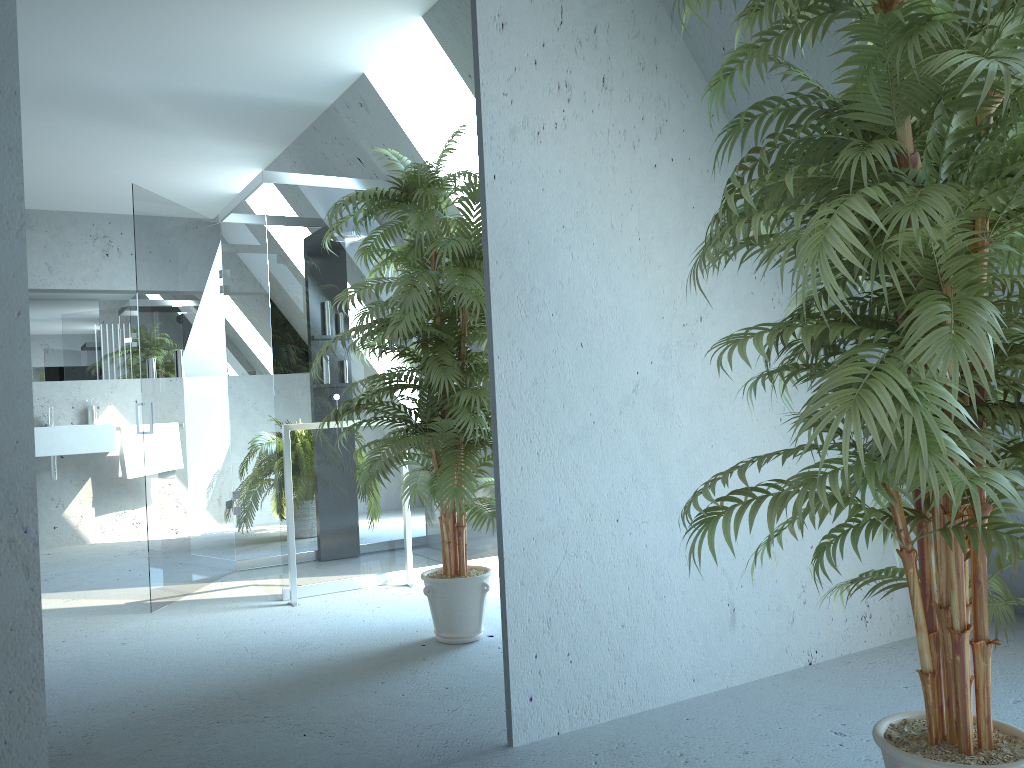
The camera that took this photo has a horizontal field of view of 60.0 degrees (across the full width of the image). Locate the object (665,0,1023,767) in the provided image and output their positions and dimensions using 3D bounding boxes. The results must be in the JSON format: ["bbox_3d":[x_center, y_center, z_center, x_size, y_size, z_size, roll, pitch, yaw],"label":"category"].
[{"bbox_3d":[0.804,-0.095,1.683,0.980,2.034,1.020,-3,-1,19],"label":"object"}]
